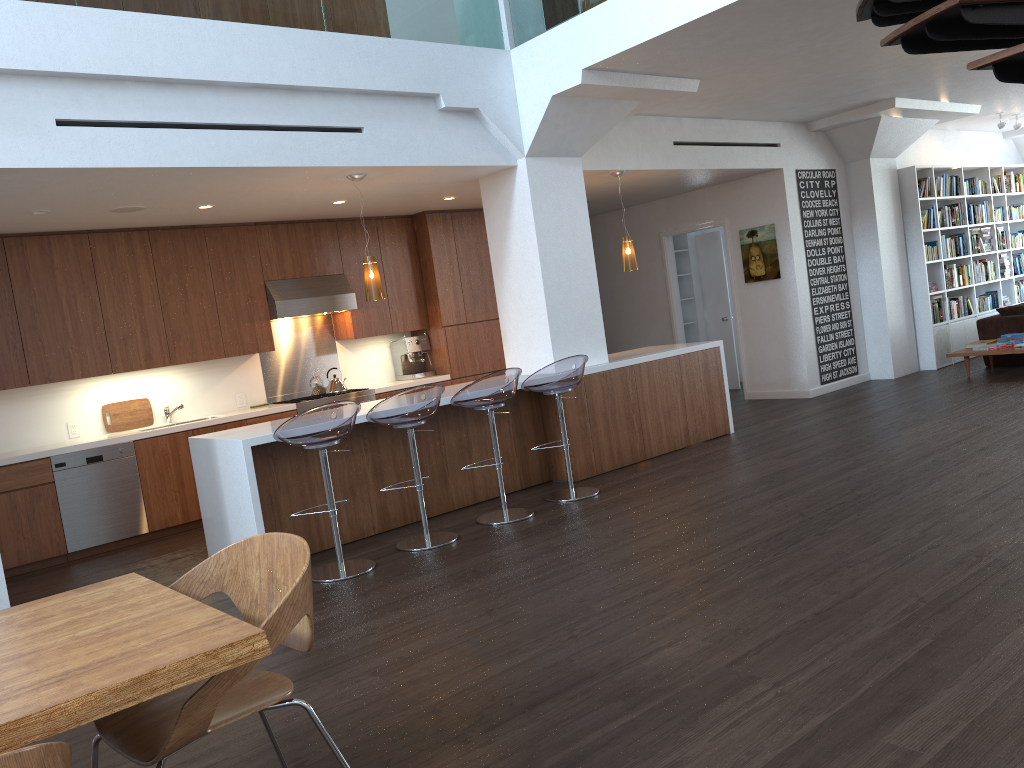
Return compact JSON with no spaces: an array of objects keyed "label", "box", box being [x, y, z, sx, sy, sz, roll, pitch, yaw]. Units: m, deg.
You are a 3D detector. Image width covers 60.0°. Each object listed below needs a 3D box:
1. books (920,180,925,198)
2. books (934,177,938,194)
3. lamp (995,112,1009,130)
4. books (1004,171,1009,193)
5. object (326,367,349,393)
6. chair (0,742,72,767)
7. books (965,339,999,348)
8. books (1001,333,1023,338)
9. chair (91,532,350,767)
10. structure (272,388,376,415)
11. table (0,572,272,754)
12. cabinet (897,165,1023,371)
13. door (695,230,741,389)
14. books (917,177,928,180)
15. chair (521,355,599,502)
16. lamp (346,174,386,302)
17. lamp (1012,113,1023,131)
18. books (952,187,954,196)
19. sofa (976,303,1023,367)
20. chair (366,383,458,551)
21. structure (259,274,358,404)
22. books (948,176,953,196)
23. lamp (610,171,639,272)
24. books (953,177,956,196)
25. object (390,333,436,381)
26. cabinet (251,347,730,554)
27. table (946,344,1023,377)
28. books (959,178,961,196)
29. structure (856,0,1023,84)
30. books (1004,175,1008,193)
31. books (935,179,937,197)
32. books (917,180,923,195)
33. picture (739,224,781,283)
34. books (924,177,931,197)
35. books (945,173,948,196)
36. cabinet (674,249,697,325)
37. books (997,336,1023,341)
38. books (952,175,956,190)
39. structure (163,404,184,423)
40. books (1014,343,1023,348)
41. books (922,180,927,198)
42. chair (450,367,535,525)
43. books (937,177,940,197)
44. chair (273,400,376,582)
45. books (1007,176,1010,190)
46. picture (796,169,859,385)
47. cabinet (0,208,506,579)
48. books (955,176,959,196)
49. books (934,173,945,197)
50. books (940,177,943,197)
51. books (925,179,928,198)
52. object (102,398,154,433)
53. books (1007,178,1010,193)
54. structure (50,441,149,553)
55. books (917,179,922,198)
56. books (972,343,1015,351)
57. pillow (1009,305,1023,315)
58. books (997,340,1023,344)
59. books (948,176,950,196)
[{"label":"books","box":[4.824,-2.308,10.590,0.162,0.210,0.167,-12,6,-39]},{"label":"books","box":[5.108,-2.385,10.821,0.089,0.248,0.159,-12,6,-39]},{"label":"lamp","box":[6.154,-3.308,11.153,0.120,0.211,0.111,-9,4,-5]},{"label":"books","box":[6.679,-2.737,12.094,0.044,0.298,0.140,-12,6,-39]},{"label":"object","box":[-1.702,-0.043,8.542,0.222,0.235,0.222,-6,5,26]},{"label":"chair","box":[-0.996,0.981,1.439,0.629,0.830,0.617,-12,6,-39]},{"label":"books","box":[5.264,-0.451,9.916,0.334,0.045,0.241,-12,5,-37]},{"label":"books","box":[5.503,-0.533,9.703,0.157,0.027,0.224,-11,5,-34]},{"label":"chair","box":[-0.785,0.880,2.365,0.618,0.833,0.629,-12,6,-44]},{"label":"structure","box":[-1.707,0.559,8.319,0.811,0.919,0.662,-12,6,-39]},{"label":"table","box":[-2.246,1.226,1.159,3.803,0.750,1.012,-12,6,-39]},{"label":"cabinet","box":[6.442,-1.709,12.031,4.500,2.414,0.461,-12,6,-39]},{"label":"door","box":[2.526,-0.929,11.620,0.174,2.032,0.826,-12,6,-39]},{"label":"books","box":[4.922,-2.349,10.668,0.089,0.248,0.159,-12,6,-39]},{"label":"chair","box":[0.364,0.308,6.411,0.530,1.014,0.481,-11,5,-37]},{"label":"lamp","box":[0.219,-1.685,6.339,2.842,1.807,0.149,-8,4,0]},{"label":"lamp","box":[6.540,-3.388,11.470,0.120,0.211,0.111,-7,4,10]},{"label":"books","box":[5.411,-2.452,11.069,0.077,0.255,0.182,-12,6,-39]},{"label":"sofa","box":[8.020,-0.905,10.145,4.197,0.664,3.481,-12,6,-39]},{"label":"chair","box":[-0.613,0.509,5.628,0.530,1.014,0.481,-12,6,-41]},{"label":"structure","box":[-1.892,-0.429,8.294,0.811,1.110,0.529,-12,6,-39]},{"label":"books","box":[5.382,-2.443,11.032,0.098,0.253,0.182,-12,6,-39]},{"label":"lamp","box":[1.026,-1.477,8.089,0.149,0.900,0.149,-8,4,6]},{"label":"books","box":[5.447,-2.453,11.089,0.085,0.243,0.174,-12,6,-39]},{"label":"object","box":[-0.982,-0.278,9.039,0.284,0.455,0.439,-12,6,-39]},{"label":"cabinet","box":[-0.053,0.425,7.022,4.493,0.796,0.898,-12,6,-39]},{"label":"table","box":[5.390,-0.273,9.457,0.853,0.271,1.100,-12,6,-39]},{"label":"books","box":[5.572,-2.476,11.205,0.077,0.233,0.167,-12,6,-39]},{"label":"structure","box":[2.135,-1.353,2.741,1.998,4.352,1.998,-7,4,12]},{"label":"books","box":[6.633,-2.703,12.078,0.057,0.247,0.189,-12,6,-39]},{"label":"books","box":[5.091,-2.367,10.796,0.084,0.222,0.161,-12,6,-39]},{"label":"books","box":[4.760,-2.297,10.526,0.188,0.215,0.182,-12,6,-39]},{"label":"picture","box":[2.759,-1.448,9.886,0.030,0.600,0.450,-12,6,-39]},{"label":"books","box":[4.956,-2.358,10.694,0.118,0.251,0.170,-12,6,-39]},{"label":"books","box":[5.290,-2.445,10.978,0.136,0.290,0.197,-12,6,-39]},{"label":"cabinet","box":[2.814,-1.488,12.168,2.630,2.991,0.527,-12,6,-39]},{"label":"books","box":[5.506,-0.502,9.710,0.191,0.035,0.279,-11,5,-29]},{"label":"books","box":[5.472,-2.472,11.141,0.103,0.265,0.180,-12,6,-39]},{"label":"structure","box":[-2.890,0.253,7.585,0.263,0.155,0.064,-5,5,34]},{"label":"books","box":[5.406,-0.412,9.192,0.231,0.040,0.342,-8,4,1]},{"label":"books","box":[4.878,-2.324,10.624,0.101,0.218,0.161,-12,6,-39]},{"label":"chair","box":[-0.117,0.408,6.015,0.530,1.014,0.481,-12,6,-41]},{"label":"books","box":[5.141,-2.394,10.847,0.118,0.251,0.170,-12,6,-39]},{"label":"chair","box":[-1.077,0.608,5.210,0.530,1.014,0.481,-11,5,-37]},{"label":"books","box":[6.738,-2.722,12.169,0.038,0.241,0.159,-12,6,-39]},{"label":"picture","box":[3.569,-1.224,9.994,0.800,2.380,0.021,-12,6,-39]},{"label":"cabinet","box":[-2.190,-0.196,7.992,5.299,2.499,0.598,-12,6,-39]},{"label":"books","box":[5.523,-2.475,11.154,0.077,0.255,0.182,-12,6,-39]},{"label":"books","box":[5.245,-2.436,10.935,0.125,0.293,0.176,-12,6,-39]},{"label":"books","box":[5.185,-2.398,10.878,0.105,0.242,0.174,-12,6,-39]},{"label":"books","box":[4.906,-2.332,10.643,0.084,0.222,0.161,-12,6,-39]},{"label":"object","box":[-3.238,0.264,7.480,0.399,0.250,0.041,-12,6,-39]},{"label":"books","box":[6.717,-2.699,12.131,0.048,0.207,0.144,-12,6,-39]},{"label":"structure","box":[-3.147,0.855,6.791,0.594,0.736,0.041,-12,6,-39]},{"label":"books","box":[4.786,-2.309,10.577,0.173,0.226,0.182,-12,6,-39]},{"label":"books","box":[5.160,-0.399,9.510,0.340,0.035,0.236,-9,4,-14]},{"label":"pillow","box":[5.986,-0.736,9.868,0.289,0.364,0.750,-12,6,-40]},{"label":"books","box":[5.511,-0.466,9.707,0.312,0.037,0.216,-4,6,41]},{"label":"books","box":[5.356,-2.436,11.013,0.089,0.248,0.159,-12,6,-39]}]
